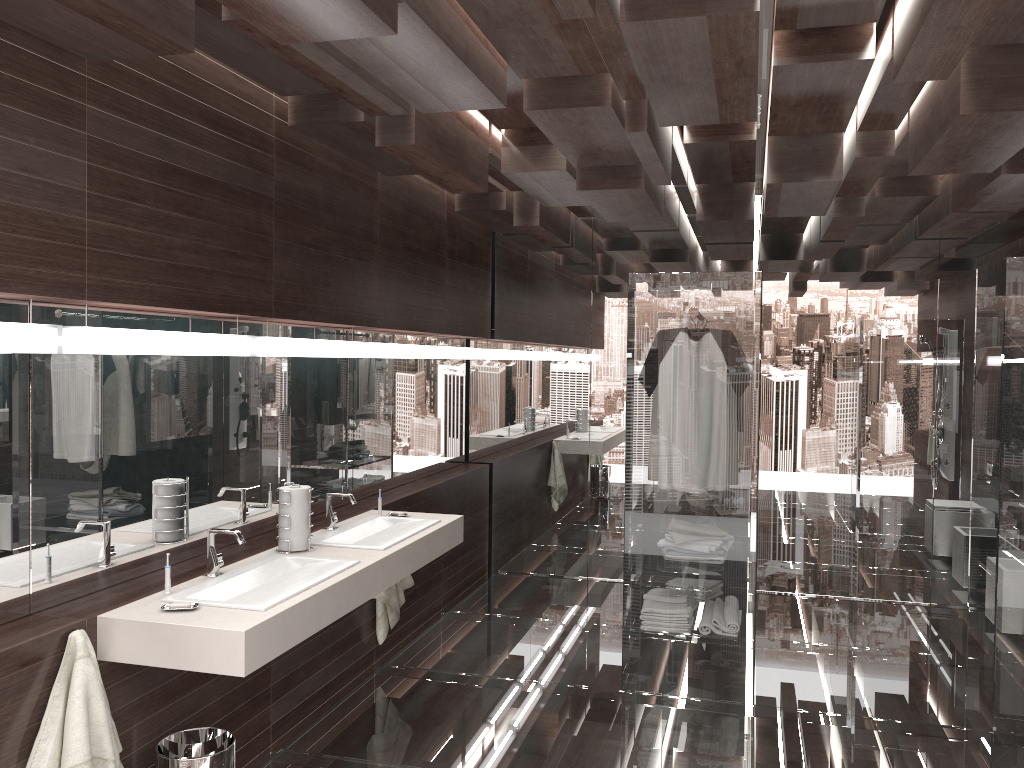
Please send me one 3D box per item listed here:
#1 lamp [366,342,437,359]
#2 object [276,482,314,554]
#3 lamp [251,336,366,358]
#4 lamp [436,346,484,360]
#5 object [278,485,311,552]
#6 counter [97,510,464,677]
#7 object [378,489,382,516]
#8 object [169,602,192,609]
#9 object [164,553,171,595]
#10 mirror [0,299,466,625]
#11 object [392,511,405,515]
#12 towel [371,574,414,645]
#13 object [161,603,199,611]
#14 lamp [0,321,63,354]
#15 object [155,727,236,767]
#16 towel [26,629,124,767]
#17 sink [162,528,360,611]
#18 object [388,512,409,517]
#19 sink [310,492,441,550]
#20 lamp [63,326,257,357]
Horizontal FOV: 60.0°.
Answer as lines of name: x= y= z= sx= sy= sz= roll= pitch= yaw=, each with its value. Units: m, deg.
lamp: x=-0.630 y=-0.186 z=5.036 sx=0.082 sy=0.082 sz=0.950 roll=1 pitch=2 yaw=15
object: x=-0.866 y=0.529 z=3.524 sx=0.145 sy=0.261 sz=0.136 roll=0 pitch=2 yaw=-31
lamp: x=-0.900 y=-0.162 z=4.034 sx=0.082 sy=0.082 sz=0.950 roll=1 pitch=2 yaw=15
lamp: x=-0.367 y=-0.208 z=6.010 sx=0.082 sy=0.082 sz=0.950 roll=1 pitch=2 yaw=15
object: x=-0.862 y=0.531 z=3.517 sx=0.124 sy=0.246 sz=0.128 roll=1 pitch=2 yaw=-4
counter: x=-0.728 y=0.728 z=3.480 sx=0.488 sy=0.131 sz=1.954 roll=1 pitch=2 yaw=15
object: x=-0.641 y=0.575 z=4.306 sx=0.022 sy=0.132 sz=0.022 roll=0 pitch=2 yaw=-38
object: x=-1.000 y=0.668 z=2.674 sx=0.066 sy=0.016 sz=0.035 roll=0 pitch=2 yaw=-8
object: x=-1.104 y=0.608 z=2.845 sx=0.022 sy=0.132 sz=0.022 roll=1 pitch=2 yaw=-3
mirror: x=0.978 y=0.221 z=3.541 sx=4.126 sy=0.916 sz=5.081 roll=1 pitch=2 yaw=15
object: x=-0.551 y=0.630 z=4.312 sx=0.066 sy=0.016 sz=0.035 roll=2 pitch=2 yaw=35
towel: x=-0.612 y=0.988 z=4.541 sx=0.156 sy=0.678 sz=0.368 roll=1 pitch=2 yaw=15
object: x=-1.001 y=0.675 z=2.675 sx=0.108 sy=0.011 sz=0.065 roll=1 pitch=2 yaw=-7
lamp: x=-1.432 y=-0.116 z=2.057 sx=0.082 sy=0.082 sz=0.950 roll=1 pitch=2 yaw=15
object: x=-0.989 y=1.299 z=2.776 sx=0.237 sy=0.358 sz=0.237 roll=-1 pitch=2 yaw=-43
towel: x=-1.170 y=1.037 z=2.470 sx=0.156 sy=0.678 sz=0.368 roll=1 pitch=2 yaw=15
sink: x=-0.862 y=0.606 z=3.048 sx=0.427 sy=0.193 sz=0.681 roll=1 pitch=2 yaw=15
object: x=-0.551 y=0.637 z=4.313 sx=0.108 sy=0.011 sz=0.065 roll=2 pitch=2 yaw=36
sink: x=-0.628 y=0.586 z=3.916 sx=0.427 sy=0.193 sz=0.681 roll=1 pitch=2 yaw=15
lamp: x=-1.167 y=-0.139 z=3.042 sx=0.082 sy=0.082 sz=0.950 roll=1 pitch=2 yaw=15
